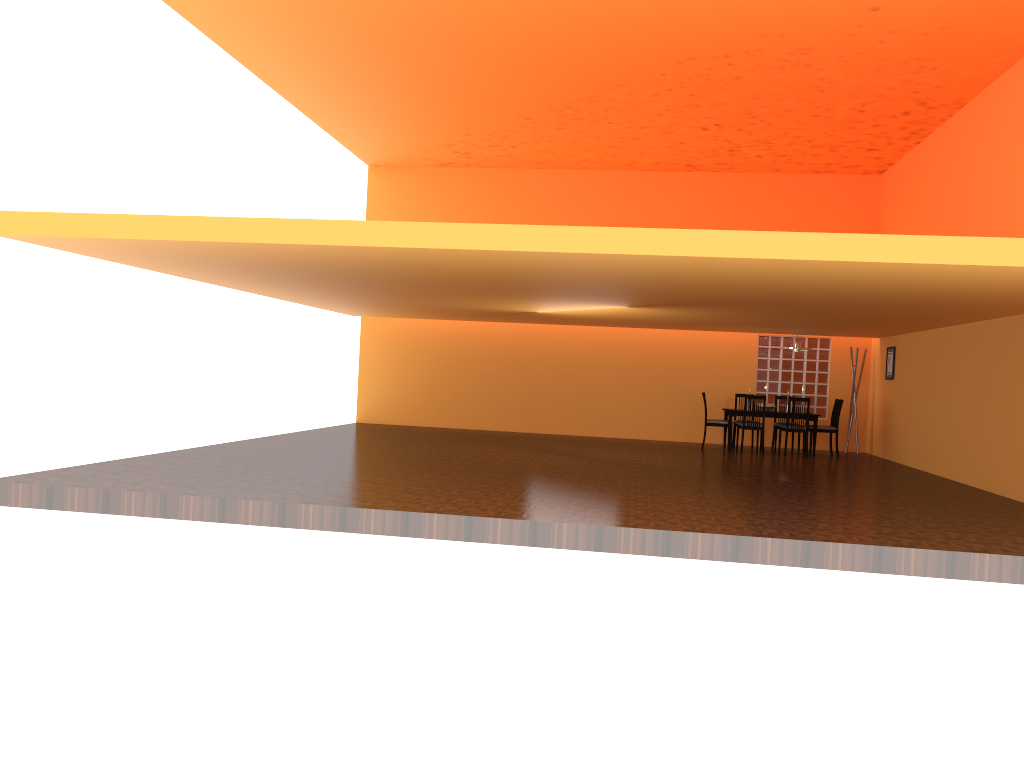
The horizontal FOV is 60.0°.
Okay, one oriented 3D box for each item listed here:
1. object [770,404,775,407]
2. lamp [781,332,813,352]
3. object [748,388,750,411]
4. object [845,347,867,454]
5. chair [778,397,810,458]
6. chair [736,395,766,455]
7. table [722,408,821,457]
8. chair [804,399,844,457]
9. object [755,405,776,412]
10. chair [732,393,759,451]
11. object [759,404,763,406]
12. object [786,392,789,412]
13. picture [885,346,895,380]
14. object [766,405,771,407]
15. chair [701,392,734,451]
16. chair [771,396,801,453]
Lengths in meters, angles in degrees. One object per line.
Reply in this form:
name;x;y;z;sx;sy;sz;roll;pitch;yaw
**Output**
object;3.685;0.319;12.551;0.069;0.066;0.069;3;1;18
lamp;4.014;-0.595;12.485;0.435;0.274;0.435;3;1;30
object;3.347;0.211;12.512;0.044;0.326;0.044;3;1;-3
object;5.089;0.246;13.165;0.226;1.589;0.308;3;1;30
chair;3.882;0.585;12.153;0.373;0.809;0.465;3;1;8
chair;3.311;0.555;12.232;0.373;0.809;0.465;3;1;8
table;3.633;0.680;12.544;1.259;0.584;0.697;3;1;8
chair;4.373;0.606;12.462;0.465;0.809;0.373;3;1;3
object;3.611;0.351;12.559;0.337;0.072;0.337;3;1;-26
chair;3.417;0.552;12.991;0.373;0.809;0.465;3;1;8
object;3.521;0.312;12.528;0.055;0.046;0.046;3;1;-9
object;3.895;0.238;12.521;0.044;0.326;0.044;3;1;-3
picture;5.253;-0.287;12.319;0.014;0.456;0.361;3;1;8
object;3.624;0.330;12.499;0.066;0.070;0.055;3;1;-11
chair;2.927;0.531;12.670;0.465;0.809;0.373;3;1;13
chair;3.988;0.581;12.912;0.373;0.809;0.465;3;1;8
